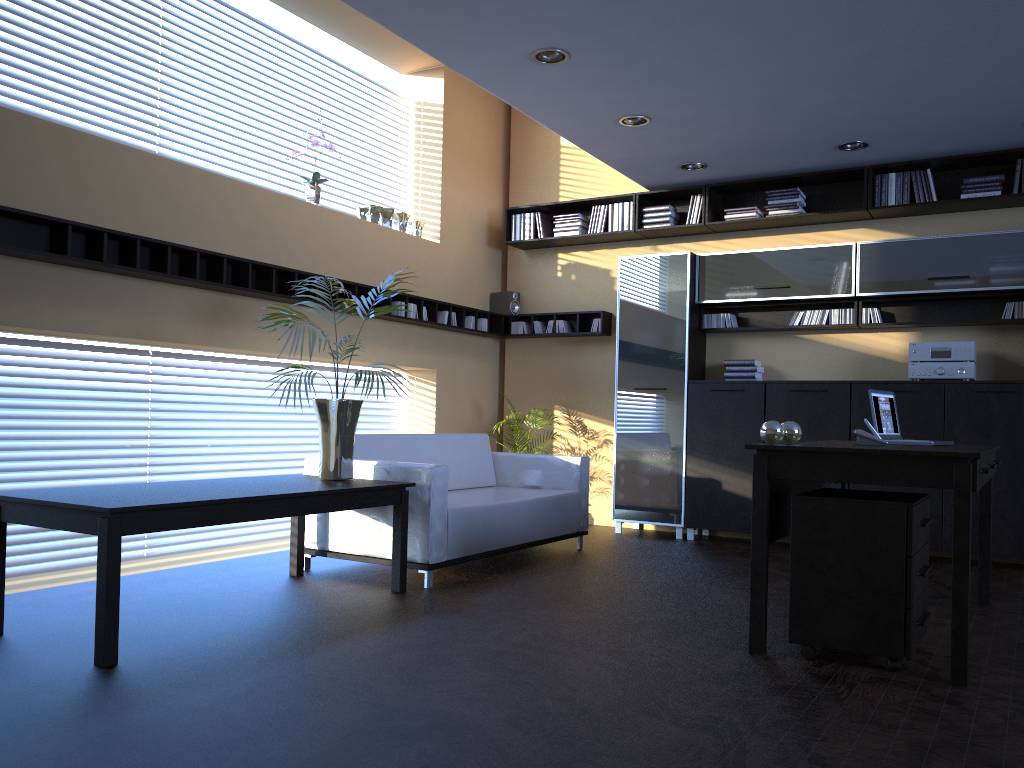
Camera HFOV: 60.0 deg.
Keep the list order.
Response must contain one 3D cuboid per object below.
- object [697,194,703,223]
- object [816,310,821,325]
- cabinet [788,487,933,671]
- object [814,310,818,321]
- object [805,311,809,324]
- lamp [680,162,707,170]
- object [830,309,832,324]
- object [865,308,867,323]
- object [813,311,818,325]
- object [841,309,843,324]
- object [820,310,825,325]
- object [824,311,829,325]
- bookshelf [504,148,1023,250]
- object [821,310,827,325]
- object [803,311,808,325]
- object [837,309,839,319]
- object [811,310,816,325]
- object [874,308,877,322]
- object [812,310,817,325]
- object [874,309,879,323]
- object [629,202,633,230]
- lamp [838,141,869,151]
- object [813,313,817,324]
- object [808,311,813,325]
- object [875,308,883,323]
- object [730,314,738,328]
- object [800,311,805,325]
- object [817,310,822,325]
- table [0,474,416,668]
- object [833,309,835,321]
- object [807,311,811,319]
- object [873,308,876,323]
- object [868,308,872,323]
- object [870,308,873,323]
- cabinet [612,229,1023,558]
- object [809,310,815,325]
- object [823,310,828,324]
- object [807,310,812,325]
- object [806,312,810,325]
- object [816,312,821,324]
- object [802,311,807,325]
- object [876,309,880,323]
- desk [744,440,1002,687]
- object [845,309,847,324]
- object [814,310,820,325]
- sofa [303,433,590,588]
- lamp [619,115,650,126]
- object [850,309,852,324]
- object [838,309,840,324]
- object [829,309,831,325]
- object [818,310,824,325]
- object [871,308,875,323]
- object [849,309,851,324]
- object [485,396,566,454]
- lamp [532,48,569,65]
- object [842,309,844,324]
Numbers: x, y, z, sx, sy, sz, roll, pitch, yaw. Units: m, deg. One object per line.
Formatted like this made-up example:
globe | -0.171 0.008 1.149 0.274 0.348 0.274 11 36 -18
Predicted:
object | 1.648 -1.475 7.599 0.075 0.259 0.207 1 -1 30
object | 2.489 -0.530 7.157 0.036 0.116 0.140 1 -2 31
cabinet | 1.544 0.824 3.869 0.500 0.679 0.635 1 -2 31
object | 2.474 -0.530 7.171 0.040 0.118 0.142 1 -2 31
object | 2.412 -0.530 7.204 0.036 0.116 0.140 1 -2 31
lamp | 1.451 -1.780 7.074 0.208 0.096 0.209 3 -3 -41
object | 2.572 -0.530 7.108 0.009 0.120 0.142 1 -2 31
object | 2.795 -0.530 6.973 0.009 0.120 0.142 1 -2 31
object | 2.473 -0.530 7.169 0.036 0.116 0.140 1 -2 31
object | 2.646 -0.529 7.074 0.009 0.120 0.142 1 -2 31
object | 2.518 -0.530 7.146 0.040 0.118 0.142 1 -2 30
object | 2.542 -0.530 7.128 0.040 0.118 0.142 1 -2 31
bookshelf | 2.223 -1.492 7.278 5.124 0.340 0.362 0 -2 31
object | 2.526 -0.530 7.140 0.040 0.118 0.142 1 -2 31
object | 2.405 -0.530 7.212 0.036 0.116 0.140 1 -2 31
object | 2.616 -0.530 7.083 0.009 0.120 0.142 1 -2 31
object | 2.457 -0.530 7.183 0.040 0.118 0.142 1 -2 31
object | 2.860 -0.529 6.940 0.026 0.117 0.140 1 -2 31
object | 2.463 -0.530 7.172 0.036 0.116 0.140 1 -2 30
object | 2.861 -0.529 6.943 0.030 0.120 0.142 1 -2 31
object | 1.110 -1.476 7.914 0.050 0.258 0.207 1 -1 30
lamp | 2.487 -1.778 6.458 0.209 0.096 0.208 1 -2 25
object | 2.465 -0.530 7.177 0.040 0.118 0.142 1 -2 31
object | 2.440 -0.530 7.192 0.036 0.116 0.140 1 -2 30
object | 2.874 -0.528 6.935 0.040 0.118 0.142 1 -2 31
object | 1.884 -0.530 7.519 0.040 0.118 0.142 1 -2 31
object | 2.386 -0.530 7.220 0.040 0.118 0.142 1 -2 30
object | 2.502 -0.530 7.159 0.040 0.118 0.142 1 -2 31
table | -1.413 0.808 4.353 0.897 0.602 1.896 0 -2 31
object | 2.595 -0.530 7.106 0.009 0.120 0.142 1 -2 31
object | 2.423 -0.530 7.204 0.040 0.118 0.142 1 -2 31
object | 2.850 -0.529 6.945 0.030 0.120 0.142 1 -2 31
object | 2.815 -0.529 6.967 0.009 0.120 0.142 1 -2 31
object | 2.834 -0.529 6.957 0.026 0.117 0.140 1 -2 31
cabinet | 2.672 0.107 6.893 3.875 2.398 0.491 0 -1 31
object | 2.447 -0.530 7.186 0.040 0.118 0.142 1 -2 31
object | 2.533 -0.530 7.131 0.036 0.116 0.140 1 -2 31
object | 2.428 -0.530 7.193 0.040 0.118 0.142 1 -2 31
object | 2.422 -0.530 7.202 0.036 0.116 0.140 1 -2 31
object | 2.491 -0.530 7.161 0.040 0.118 0.142 1 -2 31
object | 2.394 -0.530 7.215 0.040 0.118 0.142 1 -2 31
object | 2.873 -0.528 6.933 0.036 0.116 0.140 1 -2 31
desk | 1.861 0.747 4.373 0.913 0.890 1.896 1 -2 31
object | 2.671 -0.529 7.057 0.009 0.120 0.142 1 -2 31
object | 2.479 -0.530 7.161 0.040 0.118 0.142 1 -2 31
sofa | -0.368 0.777 6.118 1.014 0.848 2.058 1 -2 31
lamp | 0.835 -1.836 6.037 0.209 0.096 0.208 1 -2 13
object | 2.705 -0.529 7.035 0.009 0.120 0.142 1 -2 31
object | 2.627 -0.530 7.081 0.009 0.120 0.142 1 -2 31
object | 2.565 -0.530 7.114 0.009 0.120 0.142 1 -2 31
object | 2.507 -0.530 7.148 0.040 0.118 0.142 1 -2 31
object | 2.841 -0.529 6.950 0.030 0.120 0.142 1 -2 31
object | 2.694 -0.530 7.036 0.009 0.120 0.142 1 -2 31
object | 0.135 0.679 8.116 0.841 1.240 0.689 2 -1 -26
lamp | 0.218 -1.891 5.000 0.209 0.096 0.208 1 -2 1
object | 2.650 -0.530 7.061 0.009 0.120 0.142 1 -2 31
